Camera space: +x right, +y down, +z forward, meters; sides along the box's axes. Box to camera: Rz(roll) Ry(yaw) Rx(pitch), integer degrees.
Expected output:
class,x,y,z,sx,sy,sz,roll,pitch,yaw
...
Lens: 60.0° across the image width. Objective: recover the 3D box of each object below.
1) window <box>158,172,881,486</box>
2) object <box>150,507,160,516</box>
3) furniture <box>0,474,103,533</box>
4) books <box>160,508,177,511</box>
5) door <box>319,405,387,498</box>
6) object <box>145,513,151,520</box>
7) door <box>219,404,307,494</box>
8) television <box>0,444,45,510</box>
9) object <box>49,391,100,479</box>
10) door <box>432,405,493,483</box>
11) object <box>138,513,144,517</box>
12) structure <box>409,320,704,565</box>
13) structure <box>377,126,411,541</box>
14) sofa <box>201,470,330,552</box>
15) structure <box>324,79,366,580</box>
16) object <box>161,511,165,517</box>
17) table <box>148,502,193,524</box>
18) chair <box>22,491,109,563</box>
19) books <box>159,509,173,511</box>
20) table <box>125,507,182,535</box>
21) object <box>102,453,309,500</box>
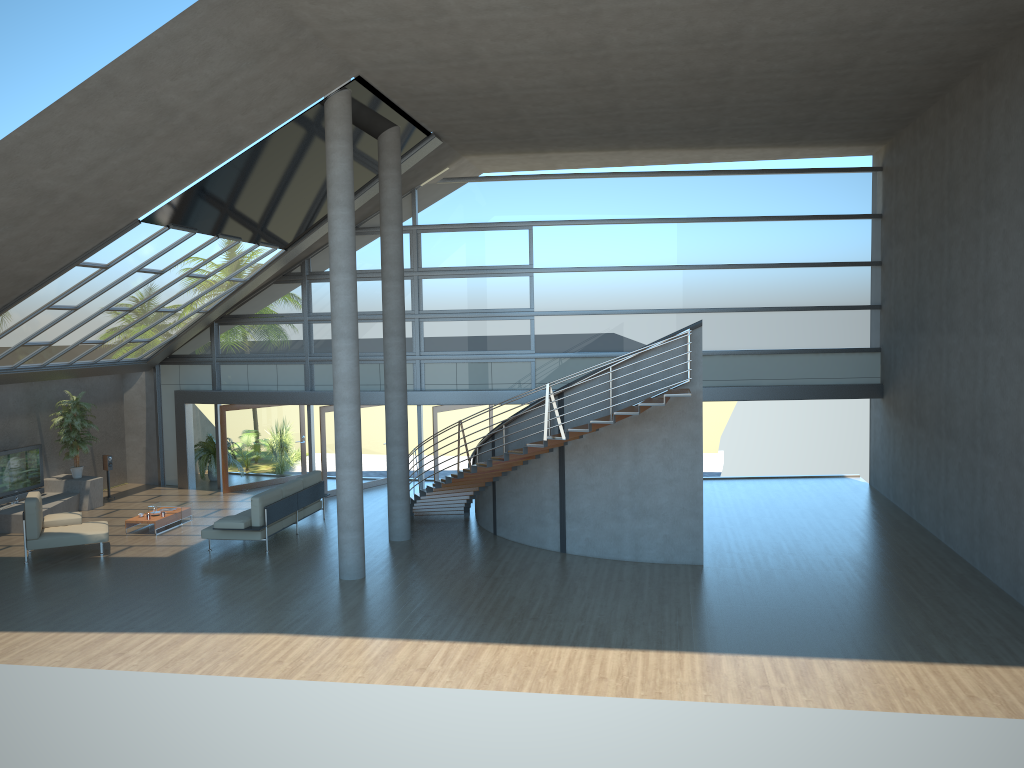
class,x,y,z,sx,sy,sz,roll,pitch,yaw
window,-0.250,-0.947,19.147,16.616,6.630,1.098,-1,4,8
object,-6.559,2.339,16.305,0.178,0.161,0.178,-4,5,-39
furniture,-9.168,2.337,17.610,1.577,0.610,2.936,0,4,10
books,-6.511,2.378,16.842,0.275,0.005,0.189,-2,4,-7
door,-3.437,1.393,19.882,0.200,1.977,2.298,1,4,33
object,-6.561,2.390,15.990,0.085,0.101,0.070,-1,4,9
door,-5.734,1.389,20.593,0.200,1.977,2.298,2,5,39
television,-9.666,1.792,17.192,0.396,1.063,1.568,0,4,10
object,-9.124,1.040,18.500,0.932,1.857,0.895,-3,4,-31
door,-1.030,1.379,19.399,0.200,1.977,2.298,1,4,31
object,-6.779,2.387,16.208,0.102,0.086,0.100,0,4,14
structure,0.139,0.847,14.362,2.349,3.653,6.809,-4,5,-42
structure,-1.991,-0.902,14.993,0.381,7.125,0.382,-4,5,-36
sofa,-4.342,2.208,15.784,1.166,0.947,3.079,0,4,10
structure,-2.395,-0.748,12.707,0.381,7.125,0.382,0,4,10
object,-6.370,2.372,16.208,0.070,0.101,0.085,2,5,38
table,-6.486,2.454,16.867,0.680,0.342,0.400,0,4,10
chair,-7.365,2.285,14.683,1.244,1.023,1.217,-3,4,-24
books,-6.537,2.385,16.796,0.275,0.005,0.189,-2,4,-10
table,-6.554,2.534,16.477,0.600,0.250,1.200,0,4,10
object,-10.892,2.217,17.327,7.863,0.982,21.345,0,4,13
